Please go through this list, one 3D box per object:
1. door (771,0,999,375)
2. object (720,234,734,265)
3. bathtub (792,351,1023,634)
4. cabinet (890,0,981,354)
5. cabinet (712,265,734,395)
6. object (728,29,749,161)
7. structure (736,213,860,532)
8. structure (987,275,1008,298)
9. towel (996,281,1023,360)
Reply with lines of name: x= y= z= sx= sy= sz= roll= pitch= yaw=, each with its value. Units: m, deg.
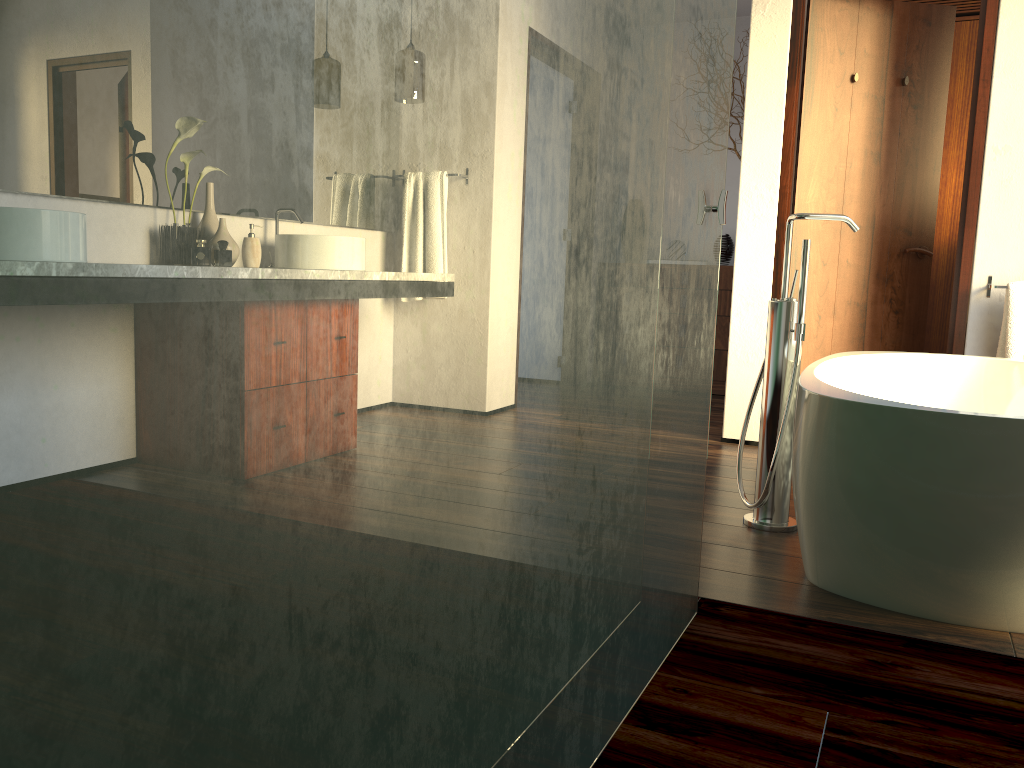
door: x=1.538 y=-0.688 z=3.753 sx=0.744 sy=1.947 sz=0.455 roll=5 pitch=8 yaw=25
object: x=1.329 y=-0.845 z=5.581 sx=0.137 sy=0.200 sz=0.141 roll=-1 pitch=8 yaw=-21
bathtub: x=1.160 y=0.218 z=2.314 sx=0.779 sy=0.485 sz=1.589 roll=5 pitch=8 yaw=24
cabinet: x=2.413 y=-0.988 z=4.700 sx=1.512 sy=2.364 sz=0.352 roll=5 pitch=8 yaw=26
cabinet: x=1.127 y=-0.359 z=5.687 sx=1.161 sy=0.800 sz=0.395 roll=5 pitch=8 yaw=26
object: x=1.265 y=-1.459 z=5.427 sx=0.719 sy=1.450 sz=0.839 roll=-1 pitch=8 yaw=-22
structure: x=0.778 y=-0.036 z=2.573 sx=0.240 sy=0.897 sz=0.281 roll=-1 pitch=8 yaw=-25
structure: x=2.008 y=-0.349 z=3.244 sx=0.461 sy=0.088 sz=0.100 roll=5 pitch=8 yaw=26
towel: x=1.937 y=-0.055 z=3.278 sx=0.263 sy=0.637 sz=0.153 roll=3 pitch=7 yaw=8
